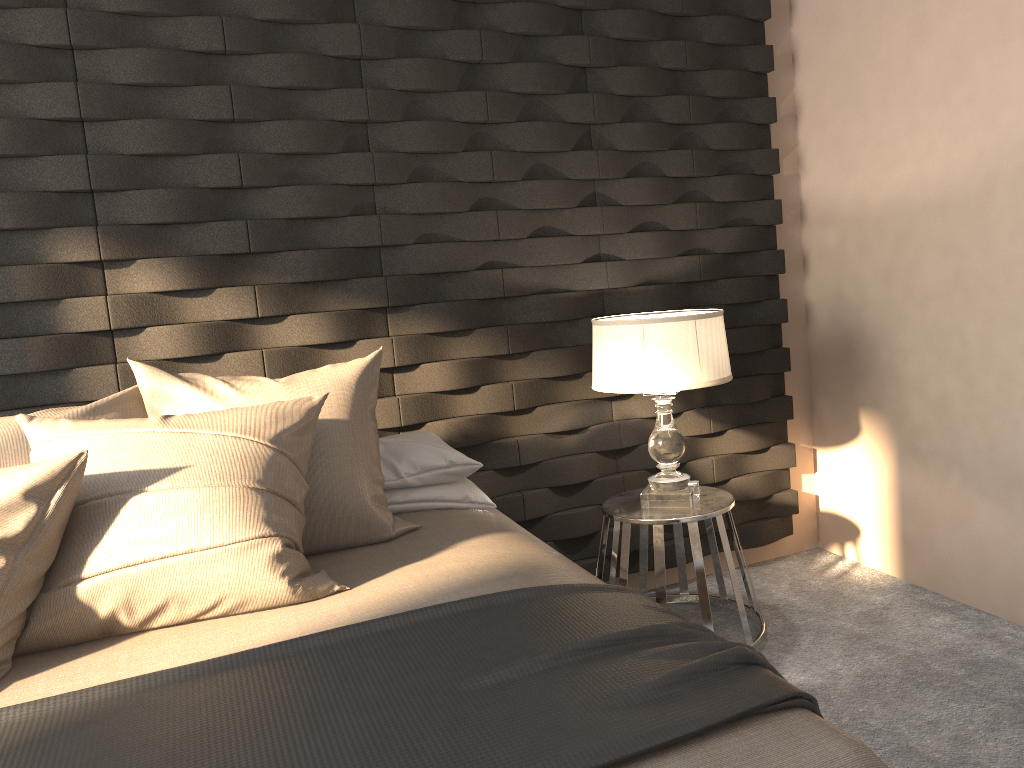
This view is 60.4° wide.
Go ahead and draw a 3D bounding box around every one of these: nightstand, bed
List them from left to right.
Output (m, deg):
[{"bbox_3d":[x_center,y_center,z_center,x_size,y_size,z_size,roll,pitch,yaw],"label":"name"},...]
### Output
[{"bbox_3d":[-0.594,0.792,1.638,2.382,0.624,2.205,-7,7,-22],"label":"bed"},{"bbox_3d":[0.540,0.629,2.992,0.604,0.472,0.638,-3,7,16],"label":"nightstand"}]

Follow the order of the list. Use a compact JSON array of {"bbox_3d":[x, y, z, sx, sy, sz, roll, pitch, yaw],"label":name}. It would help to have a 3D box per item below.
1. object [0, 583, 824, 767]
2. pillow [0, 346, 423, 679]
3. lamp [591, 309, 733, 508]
[{"bbox_3d":[-0.459,0.650,1.209,2.136,0.322,0.594,-7,7,-24],"label":"object"},{"bbox_3d":[-0.812,0.216,1.912,1.306,0.518,0.866,-7,7,-21],"label":"pillow"},{"bbox_3d":[0.504,0.084,2.921,0.444,0.631,0.487,-1,7,30],"label":"lamp"}]
